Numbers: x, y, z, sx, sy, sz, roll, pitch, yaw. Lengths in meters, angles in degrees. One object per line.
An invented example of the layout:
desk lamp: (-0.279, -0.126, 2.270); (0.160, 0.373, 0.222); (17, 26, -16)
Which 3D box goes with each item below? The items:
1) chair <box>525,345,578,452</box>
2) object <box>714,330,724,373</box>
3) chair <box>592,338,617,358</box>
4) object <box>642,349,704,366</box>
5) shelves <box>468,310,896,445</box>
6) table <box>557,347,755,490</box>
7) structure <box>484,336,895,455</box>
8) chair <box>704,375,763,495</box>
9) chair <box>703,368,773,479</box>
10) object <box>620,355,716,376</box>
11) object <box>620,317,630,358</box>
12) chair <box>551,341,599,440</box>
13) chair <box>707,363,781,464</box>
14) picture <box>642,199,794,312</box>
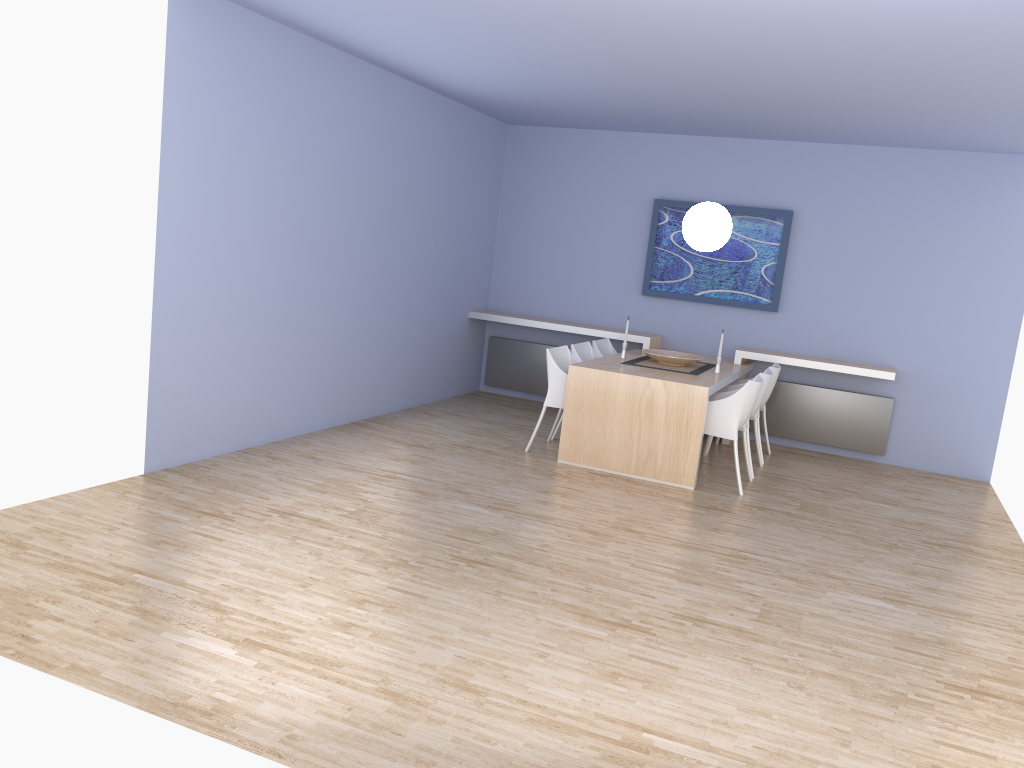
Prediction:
chair: (0.455, 0.131, 6.776); (0.486, 0.793, 0.510); (10, 9, 22)
object: (1.618, -0.260, 6.893); (0.045, 0.349, 0.045); (10, 9, 21)
chair: (0.895, 0.020, 7.831); (0.486, 0.793, 0.510); (10, 9, 22)
object: (1.287, -0.202, 7.137); (0.493, 0.081, 0.493); (14, 11, 40)
shelves: (1.395, -0.012, 8.249); (3.901, 0.840, 0.463); (10, 9, 21)
table: (1.277, 0.183, 7.295); (1.002, 0.718, 2.340); (10, 9, 21)
structure: (1.516, 0.065, 8.404); (3.843, 0.503, 0.064); (10, 9, 21)
chair: (1.507, 0.315, 6.356); (0.486, 0.793, 0.510); (10, 9, 21)
chair: (1.735, 0.257, 6.903); (0.486, 0.793, 0.510); (10, 9, 22)
object: (1.285, -0.160, 7.140); (0.594, 0.005, 0.986); (10, 9, 21)
object: (0.922, -0.382, 7.171); (0.045, 0.349, 0.045); (2, 10, -26)
chair: (0.675, 0.076, 7.303); (0.486, 0.793, 0.510); (10, 9, 22)
chair: (1.960, 0.200, 7.443); (0.486, 0.793, 0.510); (10, 9, 22)
picture: (1.860, -1.186, 8.129); (1.252, 0.901, 0.049); (10, 9, 21)
